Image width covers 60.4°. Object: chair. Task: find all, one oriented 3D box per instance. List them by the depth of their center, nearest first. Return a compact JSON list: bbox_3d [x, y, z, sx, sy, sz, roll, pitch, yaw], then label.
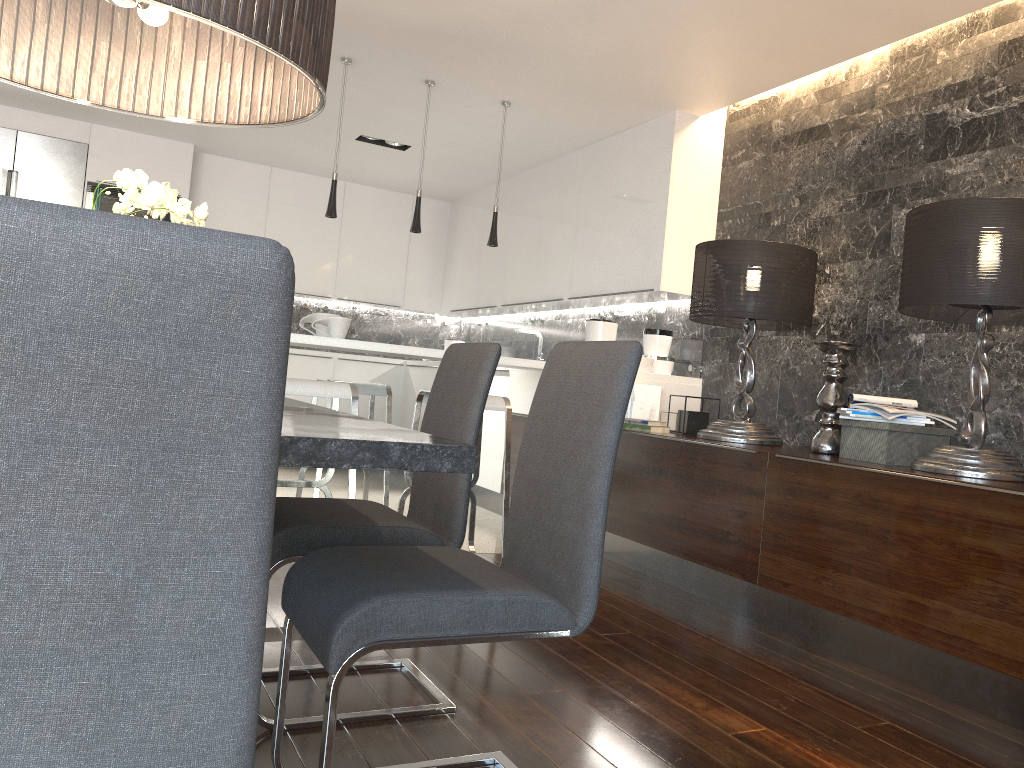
[{"bbox_3d":[-0.524,0.323,0.948,0.447,0.965,0.546,6,-1,-27],"label":"chair"},{"bbox_3d":[-0.111,0.364,1.738,0.598,0.965,0.408,6,-1,-28],"label":"chair"},{"bbox_3d":[-0.397,0.340,2.343,0.598,0.965,0.408,6,-1,-28],"label":"chair"},{"bbox_3d":[-0.908,0.381,3.761,0.440,0.800,0.411,6,-1,-27],"label":"chair"},{"bbox_3d":[-0.263,0.442,4.117,0.440,0.800,0.411,6,-1,-27],"label":"chair"},{"bbox_3d":[-0.917,0.384,4.865,0.440,0.800,0.411,6,-1,-27],"label":"chair"}]

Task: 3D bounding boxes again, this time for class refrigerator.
[{"bbox_3d":[-3.743,-0.647,6.475,0.913,2.344,0.557,6,-1,-28],"label":"refrigerator"}]

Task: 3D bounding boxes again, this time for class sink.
[{"bbox_3d":[0.120,-0.141,6.359,0.532,0.521,1.101,6,-1,-26],"label":"sink"}]

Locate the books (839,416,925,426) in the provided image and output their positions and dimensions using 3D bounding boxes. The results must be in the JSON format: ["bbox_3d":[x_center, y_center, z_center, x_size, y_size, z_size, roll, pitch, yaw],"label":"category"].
[{"bbox_3d":[1.482,0.148,3.532,0.309,0.011,0.261,5,0,19],"label":"books"}]

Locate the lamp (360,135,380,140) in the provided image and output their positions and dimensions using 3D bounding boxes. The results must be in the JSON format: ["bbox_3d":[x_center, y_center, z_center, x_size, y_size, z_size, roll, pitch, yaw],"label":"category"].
[{"bbox_3d":[-0.996,-1.773,6.240,0.168,0.077,0.186,5,0,39],"label":"lamp"}]

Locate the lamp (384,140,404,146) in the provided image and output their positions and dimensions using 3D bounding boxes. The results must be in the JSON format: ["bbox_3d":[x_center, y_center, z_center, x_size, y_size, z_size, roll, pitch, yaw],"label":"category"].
[{"bbox_3d":[-0.832,-1.758,6.331,0.168,0.077,0.185,5,0,34],"label":"lamp"}]

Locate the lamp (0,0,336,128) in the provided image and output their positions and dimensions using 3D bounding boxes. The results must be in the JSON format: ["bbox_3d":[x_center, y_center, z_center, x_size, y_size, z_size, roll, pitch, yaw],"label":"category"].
[{"bbox_3d":[-0.733,-1.179,1.742,0.812,1.103,0.795,5,-1,-3],"label":"lamp"}]

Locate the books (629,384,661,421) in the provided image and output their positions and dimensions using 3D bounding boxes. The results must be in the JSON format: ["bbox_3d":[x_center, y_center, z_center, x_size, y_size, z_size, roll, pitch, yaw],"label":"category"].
[{"bbox_3d":[0.726,0.126,4.802,0.183,0.243,0.022,6,-1,-29],"label":"books"}]

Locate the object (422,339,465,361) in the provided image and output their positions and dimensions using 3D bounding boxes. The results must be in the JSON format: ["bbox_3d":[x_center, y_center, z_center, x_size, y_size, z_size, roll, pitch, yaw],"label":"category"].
[{"bbox_3d":[-0.658,-0.301,8.114,0.367,0.234,0.532,5,0,-17],"label":"object"}]

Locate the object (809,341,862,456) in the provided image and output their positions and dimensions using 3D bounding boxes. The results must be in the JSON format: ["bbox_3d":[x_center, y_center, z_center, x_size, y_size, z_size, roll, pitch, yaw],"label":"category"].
[{"bbox_3d":[1.389,0.063,3.808,0.201,0.486,0.216,5,-1,21],"label":"object"}]

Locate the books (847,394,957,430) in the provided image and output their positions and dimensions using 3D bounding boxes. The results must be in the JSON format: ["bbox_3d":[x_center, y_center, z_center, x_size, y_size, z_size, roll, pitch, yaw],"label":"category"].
[{"bbox_3d":[1.551,0.109,3.509,0.333,0.109,0.264,5,0,-18],"label":"books"}]

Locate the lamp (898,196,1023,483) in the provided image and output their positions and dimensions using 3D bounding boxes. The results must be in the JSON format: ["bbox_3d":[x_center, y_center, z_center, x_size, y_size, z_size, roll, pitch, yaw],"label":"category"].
[{"bbox_3d":[1.687,-0.139,3.157,0.595,0.934,0.590,5,-1,-1],"label":"lamp"}]

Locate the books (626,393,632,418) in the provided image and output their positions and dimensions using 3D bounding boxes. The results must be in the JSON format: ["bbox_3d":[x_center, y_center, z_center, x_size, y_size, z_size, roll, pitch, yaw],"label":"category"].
[{"bbox_3d":[0.696,0.143,4.811,0.162,0.205,0.019,6,-1,-29],"label":"books"}]

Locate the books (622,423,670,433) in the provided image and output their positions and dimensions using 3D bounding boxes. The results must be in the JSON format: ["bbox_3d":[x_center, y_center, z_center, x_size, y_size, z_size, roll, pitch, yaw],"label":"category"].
[{"bbox_3d":[0.667,0.225,4.540,0.230,0.034,0.189,5,0,41],"label":"books"}]

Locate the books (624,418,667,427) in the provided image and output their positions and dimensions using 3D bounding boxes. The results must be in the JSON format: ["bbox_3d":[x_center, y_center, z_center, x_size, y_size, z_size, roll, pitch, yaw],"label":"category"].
[{"bbox_3d":[0.660,0.196,4.541,0.215,0.024,0.175,5,0,42],"label":"books"}]

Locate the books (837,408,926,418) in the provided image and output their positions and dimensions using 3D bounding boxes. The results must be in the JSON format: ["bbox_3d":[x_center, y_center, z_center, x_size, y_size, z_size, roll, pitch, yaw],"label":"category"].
[{"bbox_3d":[1.483,0.116,3.547,0.311,0.011,0.259,5,0,14],"label":"books"}]

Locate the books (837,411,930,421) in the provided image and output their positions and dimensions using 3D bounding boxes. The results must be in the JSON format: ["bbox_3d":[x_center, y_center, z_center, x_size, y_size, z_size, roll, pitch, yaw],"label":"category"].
[{"bbox_3d":[1.488,0.128,3.541,0.314,0.011,0.256,5,0,9],"label":"books"}]

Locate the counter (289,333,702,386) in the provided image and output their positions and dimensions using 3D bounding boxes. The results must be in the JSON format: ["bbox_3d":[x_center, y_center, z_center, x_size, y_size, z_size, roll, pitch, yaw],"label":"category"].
[{"bbox_3d":[-0.944,-0.196,6.188,2.816,0.041,3.847,5,0,-27],"label":"counter"}]

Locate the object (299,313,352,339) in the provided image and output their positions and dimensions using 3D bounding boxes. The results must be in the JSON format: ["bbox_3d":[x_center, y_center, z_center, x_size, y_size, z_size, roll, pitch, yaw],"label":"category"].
[{"bbox_3d":[-0.928,-0.288,4.387,0.196,0.133,0.418,6,0,-25],"label":"object"}]

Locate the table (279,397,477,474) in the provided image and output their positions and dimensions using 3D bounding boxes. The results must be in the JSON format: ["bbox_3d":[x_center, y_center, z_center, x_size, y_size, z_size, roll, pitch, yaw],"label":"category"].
[{"bbox_3d":[-0.888,0.395,1.686,1.088,0.760,1.529,6,-1,-27],"label":"table"}]

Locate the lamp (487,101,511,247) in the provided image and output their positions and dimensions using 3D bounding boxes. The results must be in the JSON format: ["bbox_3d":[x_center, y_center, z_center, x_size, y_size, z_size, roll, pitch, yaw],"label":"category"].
[{"bbox_3d":[-0.075,-1.222,5.131,0.060,0.846,0.055,6,-2,-27],"label":"lamp"}]

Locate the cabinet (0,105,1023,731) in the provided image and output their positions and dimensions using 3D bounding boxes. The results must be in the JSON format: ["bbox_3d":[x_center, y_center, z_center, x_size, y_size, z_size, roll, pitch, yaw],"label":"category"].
[{"bbox_3d":[-1.130,-0.491,4.506,4.652,2.501,6.606,6,0,-27],"label":"cabinet"}]

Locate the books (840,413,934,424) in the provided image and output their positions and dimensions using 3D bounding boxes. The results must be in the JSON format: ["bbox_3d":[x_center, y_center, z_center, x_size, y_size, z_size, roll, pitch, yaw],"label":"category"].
[{"bbox_3d":[1.496,0.139,3.525,0.314,0.011,0.256,5,0,9],"label":"books"}]

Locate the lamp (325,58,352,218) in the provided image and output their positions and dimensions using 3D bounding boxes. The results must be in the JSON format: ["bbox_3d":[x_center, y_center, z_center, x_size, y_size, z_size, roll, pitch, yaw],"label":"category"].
[{"bbox_3d":[-0.919,-1.302,4.665,0.060,0.846,0.055,6,-2,-27],"label":"lamp"}]

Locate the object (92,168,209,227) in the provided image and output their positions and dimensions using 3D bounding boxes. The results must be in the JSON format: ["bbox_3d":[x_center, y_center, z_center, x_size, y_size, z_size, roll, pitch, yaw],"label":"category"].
[{"bbox_3d":[-0.807,-0.231,1.817,0.325,0.501,0.546,6,-1,-30],"label":"object"}]

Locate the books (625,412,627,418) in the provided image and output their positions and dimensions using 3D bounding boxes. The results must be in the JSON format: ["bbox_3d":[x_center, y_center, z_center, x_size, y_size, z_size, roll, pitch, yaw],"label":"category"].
[{"bbox_3d":[0.688,0.123,4.830,0.183,0.244,0.018,6,-1,-29],"label":"books"}]

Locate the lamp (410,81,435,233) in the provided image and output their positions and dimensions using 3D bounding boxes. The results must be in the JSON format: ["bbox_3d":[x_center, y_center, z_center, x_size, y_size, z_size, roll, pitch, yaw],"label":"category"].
[{"bbox_3d":[-0.497,-1.262,4.898,0.060,0.846,0.055,6,-2,-27],"label":"lamp"}]

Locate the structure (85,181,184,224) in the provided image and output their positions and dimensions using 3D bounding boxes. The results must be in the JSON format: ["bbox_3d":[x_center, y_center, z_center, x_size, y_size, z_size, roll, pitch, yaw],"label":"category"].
[{"bbox_3d":[-2.973,-1.254,6.911,0.691,0.450,0.584,6,-1,-27],"label":"structure"}]

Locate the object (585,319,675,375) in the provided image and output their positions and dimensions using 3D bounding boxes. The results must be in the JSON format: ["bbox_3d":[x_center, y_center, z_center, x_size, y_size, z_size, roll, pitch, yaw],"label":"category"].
[{"bbox_3d":[0.716,-0.217,5.141,0.592,0.298,0.402,5,-1,-16],"label":"object"}]

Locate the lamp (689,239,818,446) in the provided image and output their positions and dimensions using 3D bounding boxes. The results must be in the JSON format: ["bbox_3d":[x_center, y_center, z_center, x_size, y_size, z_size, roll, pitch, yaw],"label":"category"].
[{"bbox_3d":[1.149,-0.185,4.289,0.624,0.934,0.561,6,-1,-37],"label":"lamp"}]
